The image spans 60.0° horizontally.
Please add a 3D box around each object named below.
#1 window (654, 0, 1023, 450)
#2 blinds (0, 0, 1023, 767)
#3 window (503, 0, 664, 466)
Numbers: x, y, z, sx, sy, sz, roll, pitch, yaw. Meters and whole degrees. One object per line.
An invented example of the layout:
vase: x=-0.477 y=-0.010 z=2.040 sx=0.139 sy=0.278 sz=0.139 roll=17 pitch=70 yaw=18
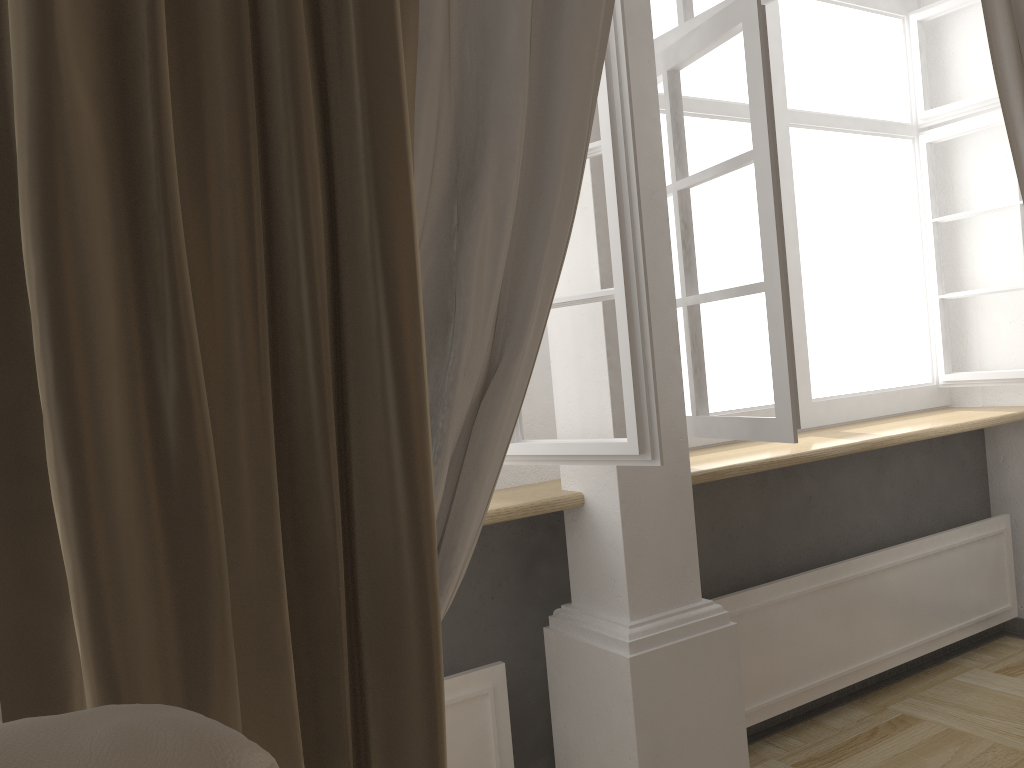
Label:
window: x=1.002 y=-0.605 z=2.526 sx=1.653 sy=1.500 sz=0.782 roll=-6 pitch=1 yaw=-32
blinds: x=-0.410 y=-0.058 z=0.943 sx=5.765 sy=2.294 sz=0.285 roll=-6 pitch=1 yaw=-32
window: x=-0.682 y=-0.440 z=1.481 sx=1.759 sy=1.500 sz=0.784 roll=-6 pitch=1 yaw=-33
